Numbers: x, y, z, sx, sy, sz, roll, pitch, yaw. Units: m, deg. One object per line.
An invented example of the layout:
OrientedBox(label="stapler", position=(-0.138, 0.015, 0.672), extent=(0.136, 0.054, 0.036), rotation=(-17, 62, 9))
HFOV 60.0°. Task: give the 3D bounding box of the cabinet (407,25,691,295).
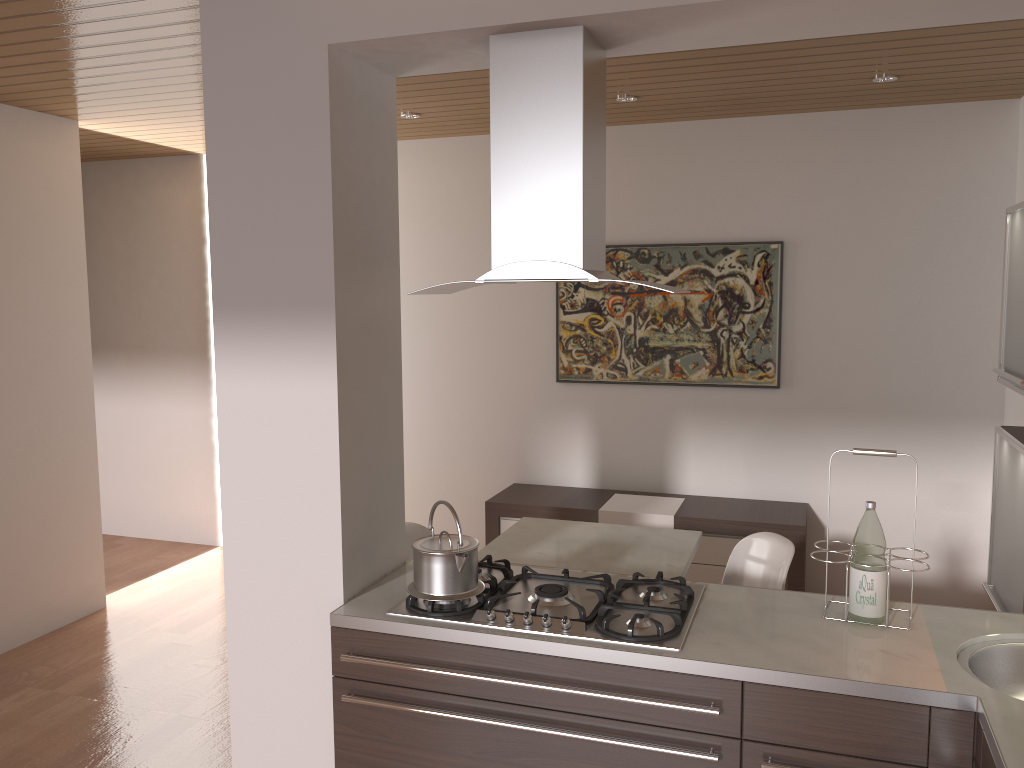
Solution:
OrientedBox(label="cabinet", position=(0.504, -0.362, 1.655), extent=(2.058, 1.032, 1.399), rotation=(2, 7, 23))

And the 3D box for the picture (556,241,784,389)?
OrientedBox(label="picture", position=(0.865, -0.390, 5.038), extent=(1.277, 0.801, 0.018), rotation=(2, 6, 19))

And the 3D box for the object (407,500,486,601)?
OrientedBox(label="object", position=(-0.186, 0.448, 2.477), extent=(0.221, 0.251, 0.221), rotation=(1, 6, 12))

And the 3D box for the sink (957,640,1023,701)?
OrientedBox(label="sink", position=(1.278, 0.674, 2.049), extent=(0.450, 0.347, 0.494), rotation=(2, 7, 25))

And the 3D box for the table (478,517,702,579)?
OrientedBox(label="table", position=(0.251, 1.046, 3.411), extent=(0.800, 0.758, 1.100), rotation=(2, 6, 19))

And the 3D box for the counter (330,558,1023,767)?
OrientedBox(label="counter", position=(0.402, 0.711, 1.751), extent=(2.150, 0.036, 1.850), rotation=(2, 6, 19))

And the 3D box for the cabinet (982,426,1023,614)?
OrientedBox(label="cabinet", position=(1.658, 0.476, 2.830), extent=(0.194, 0.600, 0.598), rotation=(2, 6, 19))

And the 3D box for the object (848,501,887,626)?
OrientedBox(label="object", position=(0.934, 0.465, 2.322), extent=(0.091, 0.319, 0.091), rotation=(-5, 8, -36))

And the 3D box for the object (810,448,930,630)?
OrientedBox(label="object", position=(0.955, 0.397, 2.363), extent=(0.291, 0.453, 0.210), rotation=(2, 7, 24))

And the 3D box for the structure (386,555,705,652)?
OrientedBox(label="structure", position=(0.113, 0.591, 2.512), extent=(0.797, 0.047, 0.494), rotation=(2, 6, 19))

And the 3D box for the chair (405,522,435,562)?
OrientedBox(label="chair", position=(-0.212, 1.000, 3.462), extent=(0.608, 0.847, 0.491), rotation=(2, 7, 24))

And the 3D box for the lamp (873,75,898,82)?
OrientedBox(label="lamp", position=(1.647, -1.370, 3.912), extent=(0.102, 0.055, 0.102), rotation=(4, 8, 36))

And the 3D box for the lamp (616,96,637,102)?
OrientedBox(label="lamp", position=(0.555, -1.403, 4.289), extent=(0.102, 0.055, 0.102), rotation=(4, 8, 36))

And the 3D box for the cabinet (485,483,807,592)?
OrientedBox(label="cabinet", position=(0.736, 0.955, 4.937), extent=(1.740, 0.608, 0.540), rotation=(2, 6, 19))

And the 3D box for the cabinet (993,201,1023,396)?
OrientedBox(label="cabinet", position=(1.590, -0.270, 2.752), extent=(0.172, 0.600, 0.619), rotation=(0, 6, 5))

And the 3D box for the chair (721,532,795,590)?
OrientedBox(label="chair", position=(0.737, 1.007, 3.333), extent=(0.608, 0.847, 0.491), rotation=(-2, 6, -11))

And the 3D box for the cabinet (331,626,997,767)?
OrientedBox(label="cabinet", position=(0.405, 1.162, 1.800), extent=(2.150, 0.870, 1.850), rotation=(2, 6, 19))

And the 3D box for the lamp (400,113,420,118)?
OrientedBox(label="lamp", position=(-0.536, -1.435, 4.667), extent=(0.102, 0.055, 0.102), rotation=(0, 6, 2))
